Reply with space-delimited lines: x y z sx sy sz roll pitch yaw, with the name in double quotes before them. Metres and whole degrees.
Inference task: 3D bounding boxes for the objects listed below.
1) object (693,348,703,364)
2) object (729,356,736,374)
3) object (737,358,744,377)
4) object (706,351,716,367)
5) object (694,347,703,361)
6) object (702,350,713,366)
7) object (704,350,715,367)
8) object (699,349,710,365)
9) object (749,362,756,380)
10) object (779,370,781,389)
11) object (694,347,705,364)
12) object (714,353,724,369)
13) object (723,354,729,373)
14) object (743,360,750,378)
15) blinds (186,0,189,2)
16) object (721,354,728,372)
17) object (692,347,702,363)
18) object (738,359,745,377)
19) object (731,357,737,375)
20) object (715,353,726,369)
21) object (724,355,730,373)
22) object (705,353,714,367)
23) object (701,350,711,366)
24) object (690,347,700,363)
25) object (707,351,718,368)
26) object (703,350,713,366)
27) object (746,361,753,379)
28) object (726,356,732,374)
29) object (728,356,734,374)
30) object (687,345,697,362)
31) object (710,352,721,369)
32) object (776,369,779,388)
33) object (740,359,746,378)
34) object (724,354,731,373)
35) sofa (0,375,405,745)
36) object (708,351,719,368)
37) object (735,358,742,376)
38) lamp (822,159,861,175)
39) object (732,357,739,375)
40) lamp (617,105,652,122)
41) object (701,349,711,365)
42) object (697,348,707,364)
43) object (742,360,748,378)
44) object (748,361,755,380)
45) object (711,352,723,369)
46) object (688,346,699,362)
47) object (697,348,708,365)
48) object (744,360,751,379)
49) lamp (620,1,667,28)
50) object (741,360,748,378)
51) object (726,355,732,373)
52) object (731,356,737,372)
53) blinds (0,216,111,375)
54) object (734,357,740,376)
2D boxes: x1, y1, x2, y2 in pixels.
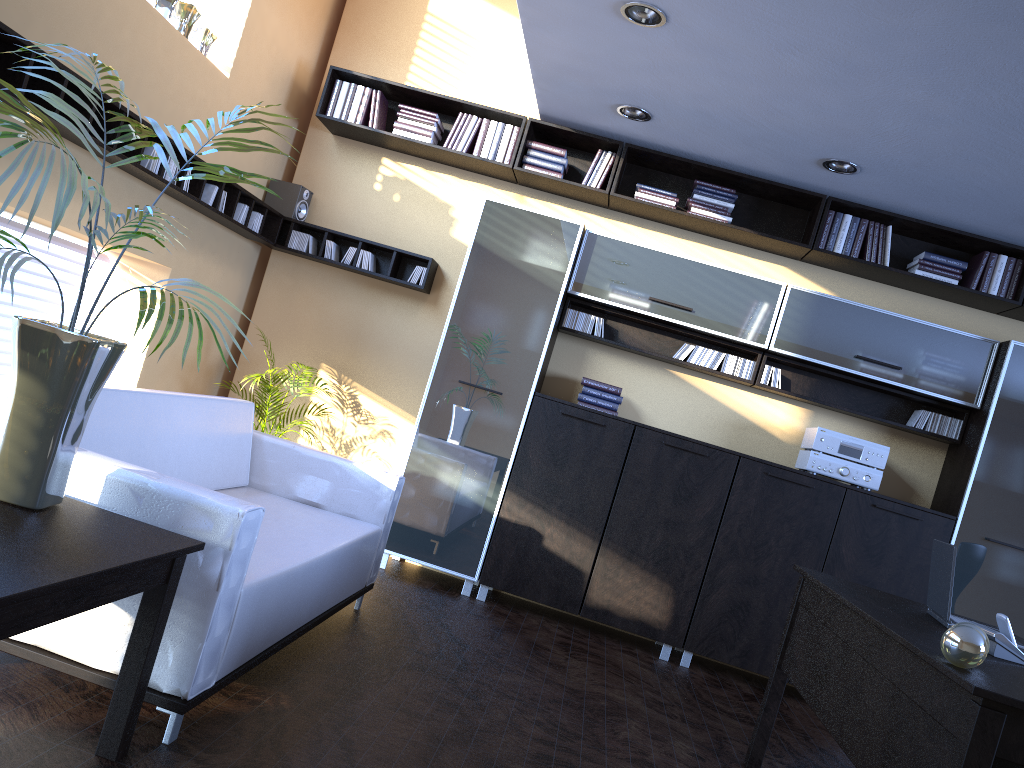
"object" 1.183 -0.176 5.661 0.036 0.116 0.140 17 -1 7
"object" 1.389 -0.115 5.632 0.009 0.120 0.142 17 -1 6
"object" 1.437 -0.100 5.628 0.009 0.120 0.142 17 -1 6
"object" 1.259 -0.153 5.648 0.036 0.116 0.140 17 -1 6
"object" 1.182 -0.176 5.663 0.040 0.118 0.142 17 -1 7
"object" 1.240 -0.159 5.655 0.040 0.118 0.142 17 -1 7
"object" 1.249 -0.156 5.648 0.040 0.118 0.142 17 -1 7
"object" 1.221 -0.164 5.659 0.040 0.118 0.142 17 -1 7
"object" 1.514 -0.078 5.620 0.009 0.120 0.142 17 -1 6
"object" 1.682 -0.026 5.607 0.040 0.118 0.142 17 -1 7
"object" 1.191 -0.173 5.656 0.040 0.118 0.142 17 -1 6
"object" 1.307 -0.139 5.643 0.036 0.116 0.140 17 -1 6
"object" 1.351 -0.126 5.638 0.009 0.120 0.142 17 -1 7
"object" 1.476 -0.089 5.624 0.009 0.120 0.142 17 -1 6
"blinds" -2.047 -2.708 2.417 0.039 1.461 5.397 17 -1 7
"object" 1.342 -0.129 5.641 0.009 0.120 0.142 17 -1 7
"object" 1.173 -0.179 5.660 0.036 0.116 0.140 17 -1 7
"object" 1.447 -0.097 5.629 0.009 0.120 0.142 17 -1 6
"object" 1.399 -0.112 5.631 0.006 0.118 0.140 17 -1 6
"object" 1.316 -0.136 5.645 0.040 0.118 0.142 17 -1 7
"object" 1.361 -0.123 5.638 0.006 0.118 0.140 17 -1 7
"object" 1.259 -0.153 5.653 0.040 0.118 0.142 17 -1 7
"object" 1.230 -0.162 5.651 0.036 0.116 0.140 17 -1 6
"object" 1.163 -0.181 5.664 0.036 0.116 0.140 17 -1 6
"object" 1.269 -0.150 5.656 0.040 0.118 0.142 17 -1 6
"object" 1.240 -0.159 5.653 0.036 0.116 0.140 17 -1 6
"object" 1.496 -0.083 5.627 0.009 0.120 0.142 17 -1 6
"object" 1.371 -0.120 5.646 0.009 0.120 0.142 17 -1 7
"object" 1.380 -0.117 5.637 0.006 0.118 0.140 17 -1 7
"object" 1.143 -0.187 5.662 0.040 0.118 0.142 17 -1 6
"object" 1.288 -0.144 5.651 0.040 0.118 0.142 17 -1 6
"object" 1.668 -0.031 5.606 0.026 0.117 0.140 17 -1 7
"object" 1.457 -0.094 5.633 0.009 0.120 0.142 17 -1 7
"object" 1.361 -0.123 5.642 0.009 0.120 0.142 17 -1 7
"sofa" -1.199 0.534 3.544 1.013 0.848 2.059 17 -1 6
"object" 1.278 -0.148 5.647 0.040 0.118 0.142 17 -1 7
"object" 1.429 -0.103 5.638 0.009 0.120 0.142 17 -1 7
"lamp" 1.865 -1.263 4.986 0.209 0.096 0.208 17 -1 0
"object" 1.409 -0.109 5.636 0.009 0.120 0.142 17 -1 6
"lamp" 0.717 -1.604 5.115 0.208 0.096 0.208 16 -1 24
"object" 1.230 -0.162 5.657 0.040 0.118 0.142 17 -1 6
"object" 1.202 -0.170 5.660 0.036 0.116 0.140 17 -1 6
"object" 1.467 -0.091 5.631 0.006 0.118 0.140 17 -1 6
"object" 1.504 -0.081 5.618 0.009 0.120 0.142 17 -1 7
"object" 1.297 -0.142 5.648 0.040 0.118 0.142 17 -1 6
"object" 1.153 -0.185 5.661 0.040 0.118 0.142 17 -1 7
"object" 1.211 -0.167 5.657 0.040 0.118 0.142 17 -1 7
"object" 1.485 -0.086 5.624 0.009 0.120 0.142 17 -1 7
"lamp" 0.593 -1.673 3.916 0.209 0.096 0.208 17 -1 -12
"object" 1.467 -0.091 5.636 0.009 0.120 0.142 17 -1 7
"object" 1.371 -0.120 5.642 0.006 0.118 0.140 17 -1 7
"object" 1.399 -0.112 5.634 0.009 0.120 0.142 17 -1 7
"blinds" -2.787 -0.240 2.417 0.047 1.367 5.397 17 -1 7
"object" 1.418 -0.106 5.629 0.009 0.120 0.142 17 -1 7
